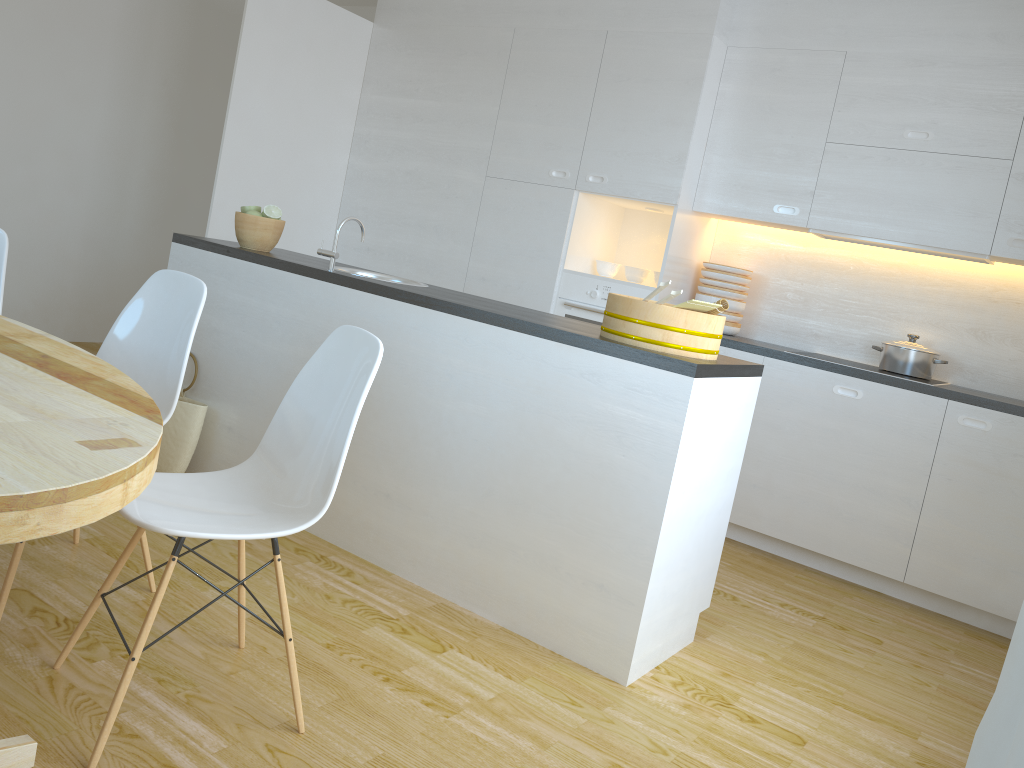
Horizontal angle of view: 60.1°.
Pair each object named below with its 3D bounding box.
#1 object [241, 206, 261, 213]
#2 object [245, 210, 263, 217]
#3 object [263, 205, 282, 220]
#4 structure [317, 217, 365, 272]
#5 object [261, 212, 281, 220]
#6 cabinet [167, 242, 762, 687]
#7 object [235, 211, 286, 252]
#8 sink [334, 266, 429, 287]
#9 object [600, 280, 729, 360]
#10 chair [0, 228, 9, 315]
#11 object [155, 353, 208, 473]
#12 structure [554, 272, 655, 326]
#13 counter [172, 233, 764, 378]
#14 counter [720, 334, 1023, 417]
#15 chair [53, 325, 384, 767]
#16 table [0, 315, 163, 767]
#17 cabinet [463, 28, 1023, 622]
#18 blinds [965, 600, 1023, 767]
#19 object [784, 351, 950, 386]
[{"bbox_3d":[-1.104,-0.724,3.735,0.085,0.065,0.084,4,10,-45],"label":"object"},{"bbox_3d":[-1.067,-0.677,3.674,0.097,0.085,0.082,11,6,-3],"label":"object"},{"bbox_3d":[-0.995,-0.706,3.667,0.077,0.071,0.074,7,8,-32],"label":"object"},{"bbox_3d":[-0.649,-0.539,3.388,0.097,0.214,0.162,15,7,33],"label":"structure"},{"bbox_3d":[-1.020,-0.693,3.741,0.086,0.098,0.103,7,8,-36],"label":"object"},{"bbox_3d":[-0.395,0.128,3.398,2.419,0.905,0.600,16,8,33],"label":"cabinet"},{"bbox_3d":[-1.066,-0.634,3.714,0.205,0.141,0.206,11,7,-6],"label":"object"},{"bbox_3d":[-0.549,-0.359,3.562,0.403,0.156,0.408,9,8,-15],"label":"sink"},{"bbox_3d":[0.496,-0.216,2.785,0.377,0.213,0.434,7,9,-29],"label":"object"},{"bbox_3d":[-1.908,-0.077,2.749,0.430,0.896,0.526,12,6,3],"label":"chair"},{"bbox_3d":[-1.522,0.151,3.151,0.472,0.498,1.195,13,8,10],"label":"object"},{"bbox_3d":[0.442,-0.248,4.674,0.565,0.593,0.049,16,6,33],"label":"structure"},{"bbox_3d":[-0.301,-0.334,3.358,2.419,0.040,0.600,17,10,33],"label":"counter"},{"bbox_3d":[1.681,-0.057,4.198,2.016,0.040,0.600,17,10,33],"label":"counter"},{"bbox_3d":[-0.650,0.287,2.007,0.521,0.897,0.434,7,7,-37],"label":"chair"},{"bbox_3d":[-1.585,0.224,1.757,2.206,0.721,1.193,16,9,31],"label":"table"},{"bbox_3d":[1.223,-0.514,4.445,3.225,2.288,0.480,16,7,33],"label":"cabinet"},{"bbox_3d":[0.525,-0.520,0.516,0.151,2.148,0.793,15,6,33],"label":"blinds"},{"bbox_3d":[1.689,-0.073,4.197,0.659,0.013,0.561,17,10,32],"label":"object"}]
